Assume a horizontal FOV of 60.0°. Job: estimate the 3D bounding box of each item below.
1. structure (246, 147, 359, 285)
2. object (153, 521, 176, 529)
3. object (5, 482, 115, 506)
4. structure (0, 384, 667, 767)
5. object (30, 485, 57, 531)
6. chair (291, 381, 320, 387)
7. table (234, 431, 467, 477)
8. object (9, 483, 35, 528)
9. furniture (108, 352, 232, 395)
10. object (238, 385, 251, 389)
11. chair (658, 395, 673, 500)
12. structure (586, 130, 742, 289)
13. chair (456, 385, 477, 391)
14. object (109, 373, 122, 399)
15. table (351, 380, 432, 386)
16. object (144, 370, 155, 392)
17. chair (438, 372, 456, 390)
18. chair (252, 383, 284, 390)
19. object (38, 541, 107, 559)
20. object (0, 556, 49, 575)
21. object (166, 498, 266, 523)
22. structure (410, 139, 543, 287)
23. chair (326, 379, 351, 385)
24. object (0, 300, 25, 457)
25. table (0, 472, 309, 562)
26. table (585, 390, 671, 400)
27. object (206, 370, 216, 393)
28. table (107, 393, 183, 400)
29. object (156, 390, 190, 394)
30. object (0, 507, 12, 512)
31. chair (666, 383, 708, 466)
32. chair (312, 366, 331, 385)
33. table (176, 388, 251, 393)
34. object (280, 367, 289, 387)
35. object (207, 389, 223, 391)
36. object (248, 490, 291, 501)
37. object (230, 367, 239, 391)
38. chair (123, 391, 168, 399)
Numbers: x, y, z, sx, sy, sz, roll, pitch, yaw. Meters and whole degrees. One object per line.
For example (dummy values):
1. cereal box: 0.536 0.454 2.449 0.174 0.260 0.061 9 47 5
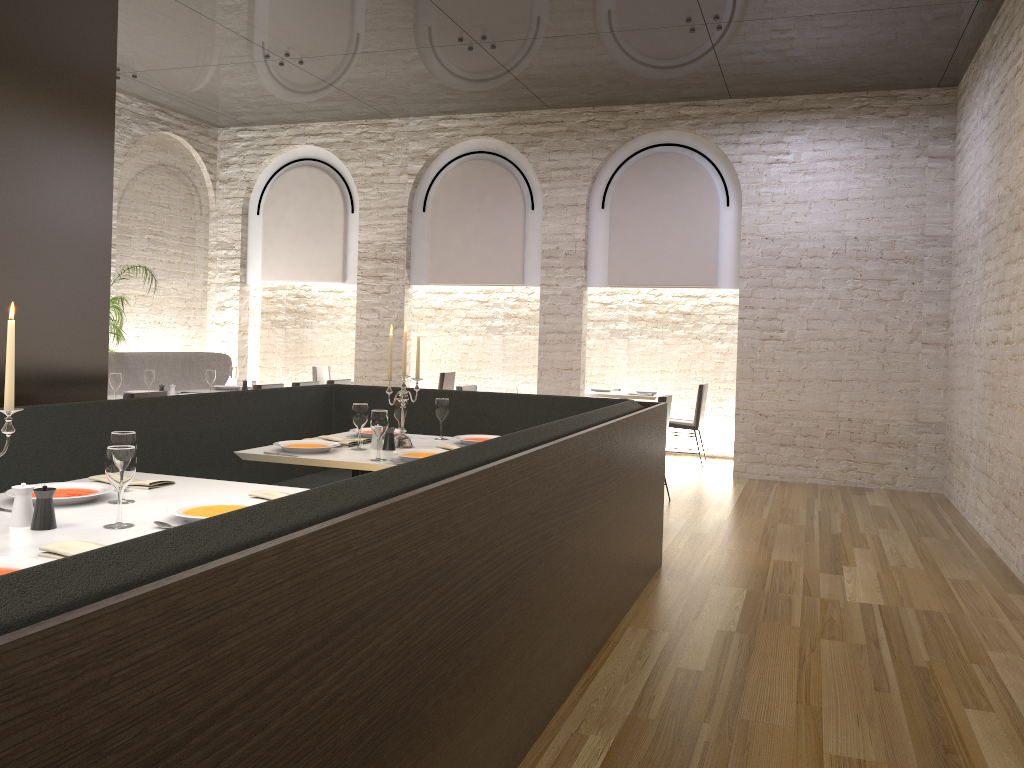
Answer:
1. structure: -2.532 -2.058 10.823 1.634 1.674 0.098 2 1 19
2. object: -0.949 0.410 2.533 0.181 0.015 0.038 3 3 20
3. object: -1.484 0.366 2.916 0.322 0.036 0.322 3 3 14
4. structure: -1.934 0.740 0.669 2.373 1.000 10.753 3 3 19
5. object: -1.321 0.350 2.502 0.069 0.126 0.069 2 1 13
6. chair: -2.054 0.420 7.894 0.566 0.905 0.412 2 1 19
7. table: -0.620 0.705 4.586 1.101 0.759 1.189 3 2 19
8. object: -1.398 0.346 2.532 0.069 0.126 0.069 2 1 13
9. furniture: -3.366 0.260 8.354 0.707 1.096 2.585 2 3 19
10. object: -2.634 0.034 8.927 0.273 0.033 0.143 3 3 19
11. chair: 1.043 0.538 7.493 0.566 0.905 0.412 2 1 19
12. structure: 1.611 -1.856 9.406 1.634 1.674 0.098 2 1 19
13. chair: -0.198 0.478 7.918 0.566 0.905 0.412 2 1 19
14. object: -2.952 0.035 6.596 0.086 0.231 0.086 1 1 -41
15. table: -1.651 0.335 11.264 0.936 0.760 1.011 2 2 19
16. object: -2.985 -0.001 7.288 0.086 0.231 0.086 1 1 -41
17. chair: -1.033 0.293 11.047 0.566 0.905 0.412 2 1 19
18. chair: -2.236 0.441 7.363 0.566 0.905 0.412 2 1 19
19. object: -1.024 0.423 2.220 0.273 0.033 0.143 3 3 19
20. object: -1.160 0.427 1.904 0.322 0.036 0.322 4 4 39
21. object: -0.885 0.395 2.709 0.322 0.036 0.322 3 3 14
22. structure: -0.394 -1.953 10.092 1.634 1.674 0.098 2 1 19
23. chair: -1.867 0.398 8.440 0.566 0.905 0.412 2 1 19
24. object: -1.379 0.093 2.181 0.131 0.656 0.390 2 1 30
25. table: -1.447 0.800 2.167 1.101 0.759 2.540 3 3 19
26. table: 1.282 0.478 10.261 0.936 0.760 1.011 2 2 19
27. object: -2.597 -0.006 7.634 0.086 0.231 0.086 1 1 -41
28. table: -2.885 0.489 7.447 0.936 0.760 1.011 2 2 19
29. object: -3.003 0.076 7.848 0.273 0.033 0.143 3 3 19
30. object: -1.561 0.384 2.718 0.185 0.010 0.017 3 2 19
31. chair: 1.913 0.437 10.040 0.566 0.905 0.412 2 1 19
32. chair: -2.274 0.233 11.472 0.566 0.905 0.412 2 1 19
33. table: -2.516 0.446 8.526 0.936 0.760 1.011 2 2 19
34. object: -2.232 -0.048 8.701 0.086 0.231 0.086 1 1 -41
35. object: -2.825 0.056 8.437 0.185 0.010 0.017 3 2 19
36. object: -0.746 0.390 3.033 0.273 0.033 0.143 3 3 19
37. object: -2.620 -0.043 8.354 0.086 0.231 0.086 1 1 -41
38. chair: -2.692 0.494 6.030 0.566 0.905 0.412 2 1 19
